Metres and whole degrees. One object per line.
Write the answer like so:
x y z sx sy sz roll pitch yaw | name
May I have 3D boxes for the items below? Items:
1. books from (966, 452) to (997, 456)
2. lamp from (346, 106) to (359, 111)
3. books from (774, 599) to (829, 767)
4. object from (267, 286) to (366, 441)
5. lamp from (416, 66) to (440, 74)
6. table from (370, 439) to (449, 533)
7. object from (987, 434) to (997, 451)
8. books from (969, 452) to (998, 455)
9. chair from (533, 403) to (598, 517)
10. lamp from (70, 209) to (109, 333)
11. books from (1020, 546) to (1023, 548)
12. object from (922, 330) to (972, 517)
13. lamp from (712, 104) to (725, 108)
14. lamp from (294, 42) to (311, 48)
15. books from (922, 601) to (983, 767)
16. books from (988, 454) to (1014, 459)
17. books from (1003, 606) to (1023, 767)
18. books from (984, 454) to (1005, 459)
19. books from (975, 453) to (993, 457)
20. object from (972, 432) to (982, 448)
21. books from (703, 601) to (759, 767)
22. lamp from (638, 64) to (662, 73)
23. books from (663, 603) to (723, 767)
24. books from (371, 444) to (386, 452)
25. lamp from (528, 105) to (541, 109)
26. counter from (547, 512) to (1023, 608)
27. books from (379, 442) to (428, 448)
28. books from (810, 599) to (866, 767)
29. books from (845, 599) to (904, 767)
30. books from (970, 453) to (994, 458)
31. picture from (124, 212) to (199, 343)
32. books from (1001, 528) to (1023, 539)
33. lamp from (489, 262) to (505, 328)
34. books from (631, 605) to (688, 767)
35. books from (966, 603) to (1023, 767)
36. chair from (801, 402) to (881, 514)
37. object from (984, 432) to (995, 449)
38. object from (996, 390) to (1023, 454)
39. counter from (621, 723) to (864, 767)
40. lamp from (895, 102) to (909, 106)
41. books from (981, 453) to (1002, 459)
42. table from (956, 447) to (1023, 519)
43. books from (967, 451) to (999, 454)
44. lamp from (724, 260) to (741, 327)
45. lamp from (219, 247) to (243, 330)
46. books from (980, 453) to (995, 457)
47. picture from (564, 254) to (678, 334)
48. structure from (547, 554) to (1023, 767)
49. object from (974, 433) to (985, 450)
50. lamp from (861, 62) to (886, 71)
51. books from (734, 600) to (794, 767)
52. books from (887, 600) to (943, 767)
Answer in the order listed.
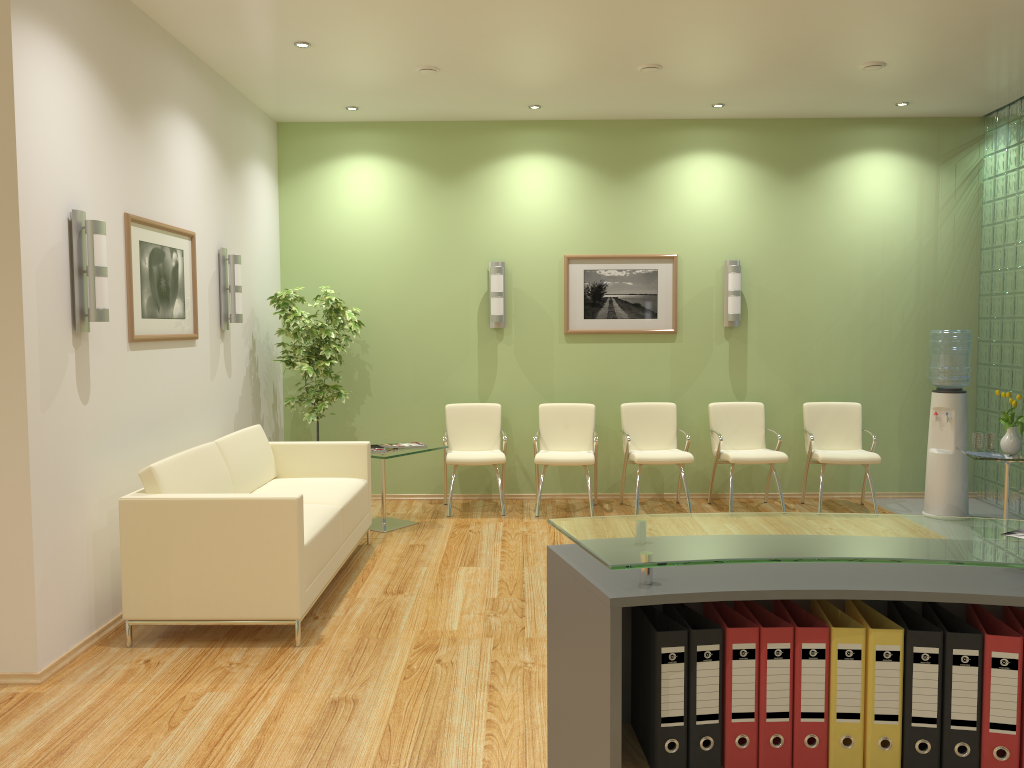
3.413 0.506 6.406 0.210 0.004 0.150 0 4 6 | books
-1.314 -2.261 7.285 0.105 0.011 0.105 2 4 27 | lamp
0.581 0.592 1.791 0.063 0.282 0.231 0 4 6 | books
-1.603 0.137 7.340 0.668 1.900 0.943 0 4 9 | object
-0.589 -2.187 6.202 0.167 0.024 0.167 -3 5 -39 | lamp
-1.007 0.803 6.962 0.736 0.614 0.736 2 5 36 | table
3.578 0.434 6.614 0.071 0.119 0.072 0 4 1 | object
3.416 0.505 6.424 0.210 0.004 0.150 1 4 16 | books
0.455 0.627 7.481 0.536 0.881 0.650 0 4 6 | chair
-2.019 -0.538 4.254 0.142 0.580 0.134 0 4 1 | lamp
1.087 0.311 1.641 0.150 0.004 0.210 -3 5 -34 | books
3.491 0.323 7.095 0.353 1.506 0.353 0 4 8 | object
1.686 -2.275 7.254 0.105 0.011 0.105 -2 4 -18 | lamp
-1.330 -2.151 5.631 0.105 0.011 0.105 2 5 34 | lamp
0.837 0.593 1.754 0.062 0.282 0.233 0 4 0 | books
3.472 0.512 6.301 0.150 0.004 0.210 2 4 26 | books
1.004 0.595 1.715 0.063 0.282 0.231 1 4 19 | books
3.456 0.512 6.310 0.150 0.004 0.210 2 5 36 | books
3.431 0.510 6.336 0.210 0.004 0.150 -3 5 -34 | books
3.522 0.427 6.720 0.071 0.119 0.072 0 4 1 | object
0.439 0.593 1.792 0.063 0.282 0.231 0 4 1 | books
0.963 -2.194 6.185 0.167 0.024 0.167 -3 5 -39 | lamp
0.360 0.594 1.785 0.063 0.282 0.231 -1 4 -4 | books
-1.114 0.490 6.820 0.230 0.031 0.328 -2 4 -19 | books
0.186 -2.268 7.269 0.105 0.011 0.105 -2 4 -18 | lamp
1.423 0.432 0.414 1.837 0.078 3.674 -1 4 -14 | counter
-0.857 0.477 6.990 0.328 0.031 0.230 -2 4 -24 | books
0.625 0.592 1.787 0.062 0.282 0.233 -1 4 -5 | books
0.695 0.592 1.779 0.062 0.282 0.233 -1 4 -5 | books
3.422 0.509 6.352 0.210 0.004 0.150 -2 4 -24 | books
-2.067 -0.607 5.290 0.025 0.700 1.000 0 4 1 | picture
1.114 0.301 1.787 0.210 0.004 0.150 -3 5 -34 | books
-0.130 -0.783 7.785 0.134 0.580 0.142 0 4 1 | lamp
0.292 0.595 1.776 0.063 0.282 0.231 -1 4 -4 | books
0.937 0.594 1.733 0.063 0.282 0.231 1 4 19 | books
2.756 0.616 7.454 0.536 0.881 0.650 0 4 6 | chair
3.601 0.428 6.692 0.071 0.119 0.072 0 4 1 | object
3.622 0.275 6.426 0.219 0.459 0.201 2 4 30 | object
1.371 0.829 0.427 1.723 0.018 3.444 -1 4 -14 | counter
3.186 -2.283 7.238 0.105 0.011 0.105 -2 4 -18 | lamp
3.442 0.511 6.322 0.210 0.004 0.150 -4 5 -44 | books
3.618 0.809 6.484 0.581 0.614 0.581 1 4 15 | table
3.423 0.504 6.441 0.210 0.004 0.150 2 4 26 | books
1.937 -0.793 7.764 0.134 0.580 0.142 0 4 1 | lamp
-1.998 -0.675 6.317 0.142 0.580 0.134 0 4 1 | lamp
3.416 0.508 6.369 0.210 0.004 0.150 -1 4 -14 | books
0.961 -0.792 7.833 1.000 0.700 0.025 0 4 1 | picture
1.427 0.994 0.452 1.837 1.049 3.673 -1 4 -14 | structure
3.498 0.432 6.639 0.071 0.119 0.072 0 4 1 | object
2.514 -2.202 6.169 0.167 0.024 0.167 -1 4 -16 | lamp
0.505 0.592 1.793 0.063 0.282 0.231 0 4 1 | books
0.770 0.592 1.767 0.062 0.282 0.233 0 4 0 | books
